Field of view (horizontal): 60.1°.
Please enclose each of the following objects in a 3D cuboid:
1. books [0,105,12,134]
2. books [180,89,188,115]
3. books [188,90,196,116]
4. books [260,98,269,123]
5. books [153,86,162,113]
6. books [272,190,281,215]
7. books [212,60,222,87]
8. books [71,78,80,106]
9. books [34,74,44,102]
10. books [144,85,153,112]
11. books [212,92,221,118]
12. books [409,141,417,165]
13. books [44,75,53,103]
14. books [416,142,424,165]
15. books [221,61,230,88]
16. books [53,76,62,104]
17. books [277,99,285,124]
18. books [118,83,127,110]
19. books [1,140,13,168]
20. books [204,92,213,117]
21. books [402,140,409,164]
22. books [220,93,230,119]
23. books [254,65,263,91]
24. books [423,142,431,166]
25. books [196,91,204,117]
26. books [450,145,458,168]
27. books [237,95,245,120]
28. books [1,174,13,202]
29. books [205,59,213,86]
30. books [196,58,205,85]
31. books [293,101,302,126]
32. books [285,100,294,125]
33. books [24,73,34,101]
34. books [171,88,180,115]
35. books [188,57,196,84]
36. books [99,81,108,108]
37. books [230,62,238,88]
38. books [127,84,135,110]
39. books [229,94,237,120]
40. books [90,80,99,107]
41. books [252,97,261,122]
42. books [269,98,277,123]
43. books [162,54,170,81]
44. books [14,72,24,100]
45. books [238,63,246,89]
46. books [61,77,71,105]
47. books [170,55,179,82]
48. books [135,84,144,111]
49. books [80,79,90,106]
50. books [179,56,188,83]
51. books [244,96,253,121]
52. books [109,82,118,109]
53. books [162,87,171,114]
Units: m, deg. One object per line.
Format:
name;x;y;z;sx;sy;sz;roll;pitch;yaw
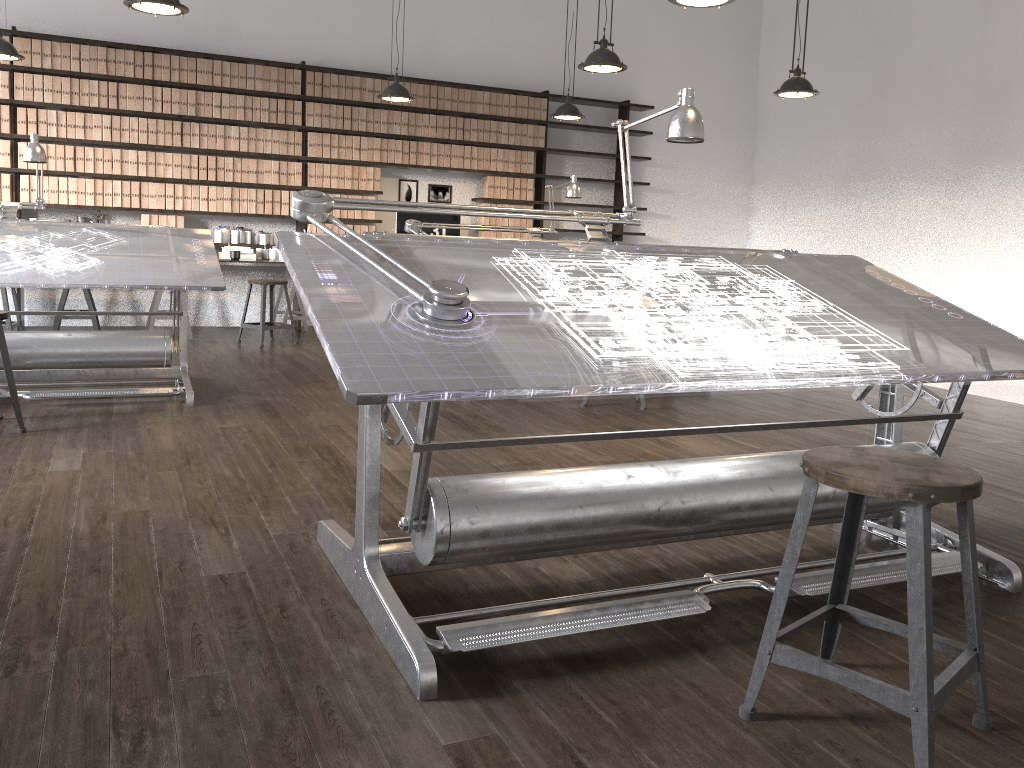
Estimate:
books;-4.138;-2.156;7.247;0.067;0.224;0.175;0;8;-24
books;-2.887;-2.458;7.770;0.067;0.224;0.175;0;8;-24
books;-2.824;-2.459;7.793;0.067;0.224;0.175;0;8;-24
books;-2.258;-2.476;8.048;0.067;0.224;0.175;0;8;-24
books;-3.078;-2.452;7.683;0.067;0.224;0.175;0;8;-24
books;-2.188;-1.674;8.187;0.067;0.224;0.175;0;8;-24
books;-2.618;-2.739;7.850;0.067;0.224;0.175;0;8;-24
books;-3.660;-2.435;7.427;0.067;0.224;0.175;0;8;-24
books;-3.904;-2.427;7.313;0.067;0.224;0.175;0;8;-24
books;-3.143;-2.449;7.651;0.067;0.224;0.175;0;8;-24
books;-2.633;-2.465;7.880;0.067;0.224;0.175;0;8;-24
books;-0.989;-2.249;8.647;0.067;0.224;0.175;0;8;-24
books;-3.838;-2.429;7.344;0.067;0.224;0.175;0;8;-24
books;-0.923;-2.252;8.683;0.067;0.224;0.175;0;8;-24
books;-2.554;-2.741;7.883;0.067;0.224;0.175;0;8;-24
books;-3.782;-2.431;7.371;0.067;0.224;0.175;0;8;-24
books;-2.124;-2.480;8.107;0.067;0.224;0.175;0;8;-24
books;-3.329;-2.445;7.575;0.067;0.224;0.175;0;8;-24
books;-4.144;-1.881;7.272;0.067;0.224;0.175;0;8;-24
books;-2.699;-2.464;7.855;0.067;0.224;0.175;0;8;-24
books;-1.059;-2.248;8.622;0.067;0.224;0.175;0;8;-24
books;-2.568;-2.467;7.911;0.067;0.224;0.175;0;8;-24
books;-2.296;-2.749;7.998;0.067;0.224;0.175;0;8;-24
books;-0.861;-2.253;8.703;0.067;0.224;0.175;0;8;-24
books;-2.763;-2.462;7.828;0.067;0.224;0.175;0;8;-24
books;-0.601;-2.261;8.824;0.067;0.224;0.175;0;8;-24
books;-2.448;-2.470;7.961;0.067;0.224;0.175;0;8;-24
books;-4.159;-1.614;7.301;0.067;0.224;0.175;0;8;-24
books;-2.684;-2.737;7.821;0.067;0.224;0.175;0;8;-24
books;-2.744;-2.736;7.799;0.067;0.224;0.175;0;8;-24
books;-1.988;-2.485;8.171;0.067;0.224;0.175;0;8;-24
books;-2.059;-2.483;8.142;0.067;0.224;0.175;0;8;-24
books;-3.970;-2.426;7.288;0.067;0.224;0.175;0;8;-24
books;-2.944;-2.456;7.743;0.067;0.224;0.175;0;8;-24
books;-2.813;-2.734;7.769;0.067;0.224;0.175;0;8;-24
books;-3.465;-2.441;7.514;0.067;0.224;0.175;0;8;-24
books;-2.491;-2.744;7.915;0.067;0.224;0.175;0;8;-24
books;-3.268;-2.446;7.599;0.067;0.224;0.175;0;8;-24
books;-2.511;-2.469;7.938;0.067;0.224;0.175;0;8;-24
books;-3.528;-2.438;7.481;0.067;0.224;0.175;0;8;-24
books;-2.324;-2.475;8.023;0.067;0.224;0.175;0;8;-24
books;-2.195;-2.479;8.081;0.067;0.224;0.175;0;8;-24
books;-3.004;-2.727;7.678;0.067;0.224;0.175;0;8;-24
books;-4.034;-2.424;7.261;0.067;0.224;0.175;0;8;-24
books;-2.427;-2.745;7.941;0.067;0.224;0.175;0;8;-24
books;-3.719;-2.432;7.394;0.067;0.224;0.175;0;8;-24
books;-2.939;-2.730;7.711;0.067;0.224;0.175;0;8;-24
books;-3.209;-2.447;7.621;0.067;0.224;0.175;0;8;-24
books;-3.595;-2.437;7.456;0.067;0.224;0.175;0;8;-24
books;-2.877;-2.732;7.743;0.067;0.224;0.175;0;8;-24
books;-2.389;-2.473;7.994;0.067;0.224;0.175;0;8;-24
books;-3.395;-2.442;7.540;0.067;0.224;0.175;0;8;-24
books;-3.009;-2.454;7.712;0.067;0.224;0.175;0;8;-24
